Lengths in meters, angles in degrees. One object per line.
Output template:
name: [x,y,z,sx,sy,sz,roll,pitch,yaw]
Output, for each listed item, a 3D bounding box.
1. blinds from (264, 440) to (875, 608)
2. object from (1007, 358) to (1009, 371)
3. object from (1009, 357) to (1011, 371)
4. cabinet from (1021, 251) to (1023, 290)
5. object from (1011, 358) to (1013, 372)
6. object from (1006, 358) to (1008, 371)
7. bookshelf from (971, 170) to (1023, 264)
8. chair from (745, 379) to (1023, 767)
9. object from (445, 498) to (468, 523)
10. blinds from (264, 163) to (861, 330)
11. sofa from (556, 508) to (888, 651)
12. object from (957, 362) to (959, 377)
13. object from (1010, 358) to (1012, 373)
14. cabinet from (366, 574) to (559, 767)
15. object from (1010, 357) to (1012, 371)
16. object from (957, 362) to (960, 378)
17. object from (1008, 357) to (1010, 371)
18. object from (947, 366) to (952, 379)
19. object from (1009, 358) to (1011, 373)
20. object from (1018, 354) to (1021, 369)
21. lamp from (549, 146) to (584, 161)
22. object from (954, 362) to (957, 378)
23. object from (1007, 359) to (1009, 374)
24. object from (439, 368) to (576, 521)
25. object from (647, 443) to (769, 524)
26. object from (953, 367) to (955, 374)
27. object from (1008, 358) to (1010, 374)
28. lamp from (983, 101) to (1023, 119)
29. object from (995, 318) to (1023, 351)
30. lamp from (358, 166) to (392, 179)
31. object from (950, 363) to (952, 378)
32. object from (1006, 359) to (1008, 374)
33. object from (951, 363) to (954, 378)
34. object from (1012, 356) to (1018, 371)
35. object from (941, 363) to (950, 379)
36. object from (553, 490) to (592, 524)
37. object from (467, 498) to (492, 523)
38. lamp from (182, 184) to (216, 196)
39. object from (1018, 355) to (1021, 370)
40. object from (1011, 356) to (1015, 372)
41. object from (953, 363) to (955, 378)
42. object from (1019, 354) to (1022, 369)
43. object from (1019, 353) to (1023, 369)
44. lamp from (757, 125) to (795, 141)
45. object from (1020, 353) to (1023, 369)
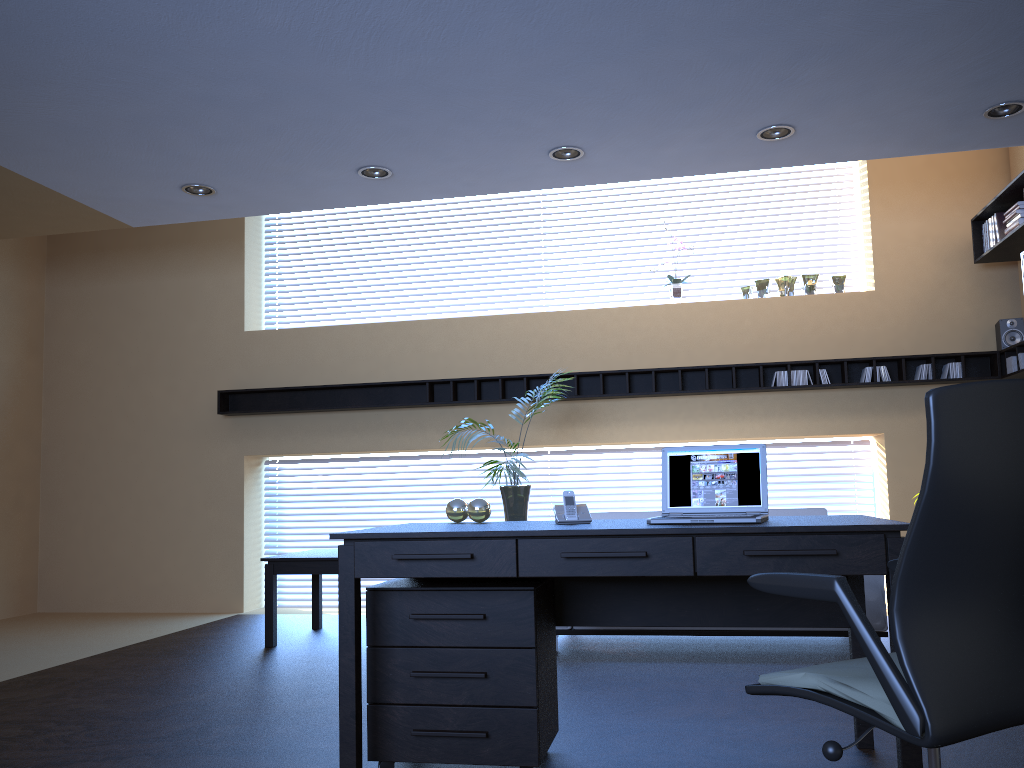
blinds: [0.330,1.267,7.777,5.392,1.364,0.047,-3,-6,11]
object: [3.727,-0.137,6.520,0.142,0.120,0.009,-3,-6,11]
object: [3.719,-0.142,6.479,0.142,0.120,0.009,-3,-6,11]
cabinet: [3.008,0.156,3.427,0.490,2.393,3.886,-3,-7,11]
object: [3.713,-0.145,6.449,0.142,0.120,0.009,-3,-6,11]
object: [3.731,-0.135,6.540,0.142,0.120,0.009,-3,-6,11]
bookshelf: [3.150,-1.369,4.157,0.361,0.339,5.137,-3,-7,11]
chair: [0.921,0.622,1.907,0.832,1.212,0.770,2,-7,-32]
object: [-0.235,0.547,3.839,0.105,0.105,0.105,-5,-7,30]
blinds: [0.265,-1.291,8.018,5.392,1.457,0.039,-3,-6,11]
sofa: [1.302,1.279,5.934,2.057,0.846,1.017,-3,-6,11]
object: [3.395,-0.097,6.783,0.006,0.118,0.140,-2,-6,11]
object: [3.717,-0.143,6.469,0.142,0.120,0.009,-3,-6,11]
cabinet: [-0.180,1.096,3.383,0.634,0.678,0.501,-3,-6,11]
object: [3.715,-0.144,6.459,0.142,0.120,0.009,-3,-6,11]
object: [3.395,-0.097,6.784,0.009,0.120,0.142,-2,-6,11]
object: [3.723,-0.139,6.499,0.142,0.120,0.009,-3,-6,11]
object: [3.347,-0.093,6.802,0.009,0.120,0.142,-2,-6,11]
object: [3.721,-0.140,6.489,0.142,0.120,0.009,-3,-6,11]
object: [3.682,-0.163,6.293,0.142,0.119,0.030,-3,-6,11]
lamp: [0.324,-1.422,5.310,0.208,0.096,0.210,1,-7,-19]
object: [3.376,-0.096,6.788,0.009,0.120,0.142,-3,-6,11]
object: [3.729,-0.136,6.530,0.142,0.120,0.009,-3,-6,11]
object: [0.298,0.893,6.723,1.041,1.855,1.899,-5,-7,31]
object: [0.708,0.356,3.202,0.390,0.282,0.323,-4,-7,21]
object: [3.366,-0.095,6.791,0.009,0.120,0.142,-2,-6,11]
object: [3.725,-0.138,6.509,0.142,0.120,0.009,-3,-6,11]
lamp: [2.690,-1.538,4.843,0.208,0.096,0.209,-5,-8,29]
object: [3.760,-0.363,6.690,0.159,0.229,0.254,-4,-7,21]
lamp: [-0.858,-1.364,5.544,0.208,0.096,0.210,1,-7,-19]
object: [3.346,-0.094,6.801,0.006,0.118,0.140,-3,-6,11]
object: [3.733,-0.133,6.550,0.142,0.120,0.009,-3,-6,11]
object: [3.356,-0.095,6.794,0.009,0.120,0.142,-2,-6,11]
object: [3.706,-0.148,6.415,0.142,0.118,0.040,-3,-6,11]
object: [3.322,-0.091,6.801,0.040,0.118,0.142,-3,-6,11]
object: [0.231,0.473,3.416,0.130,0.126,0.146,-1,-6,-4]
object: [-0.139,0.536,3.769,0.105,0.105,0.105,-5,-7,30]
lamp: [-2.041,-1.306,5.777,0.209,0.096,0.208,-3,-7,11]
object: [3.684,-0.161,6.303,0.142,0.119,0.030,-3,-6,11]
object: [3.711,-0.146,6.439,0.142,0.120,0.009,-3,-6,11]
object: [3.365,-0.095,6.788,0.006,0.118,0.140,-2,-6,11]
object: [3.680,-0.164,6.283,0.142,0.119,0.030,-3,-6,11]
object: [3.678,-0.165,6.273,0.142,0.119,0.030,-3,-6,11]
lamp: [1.507,-1.480,5.077,0.208,0.096,0.210,-1,-7,-7]
object: [3.675,-0.166,6.258,0.142,0.118,0.040,-3,-6,11]
